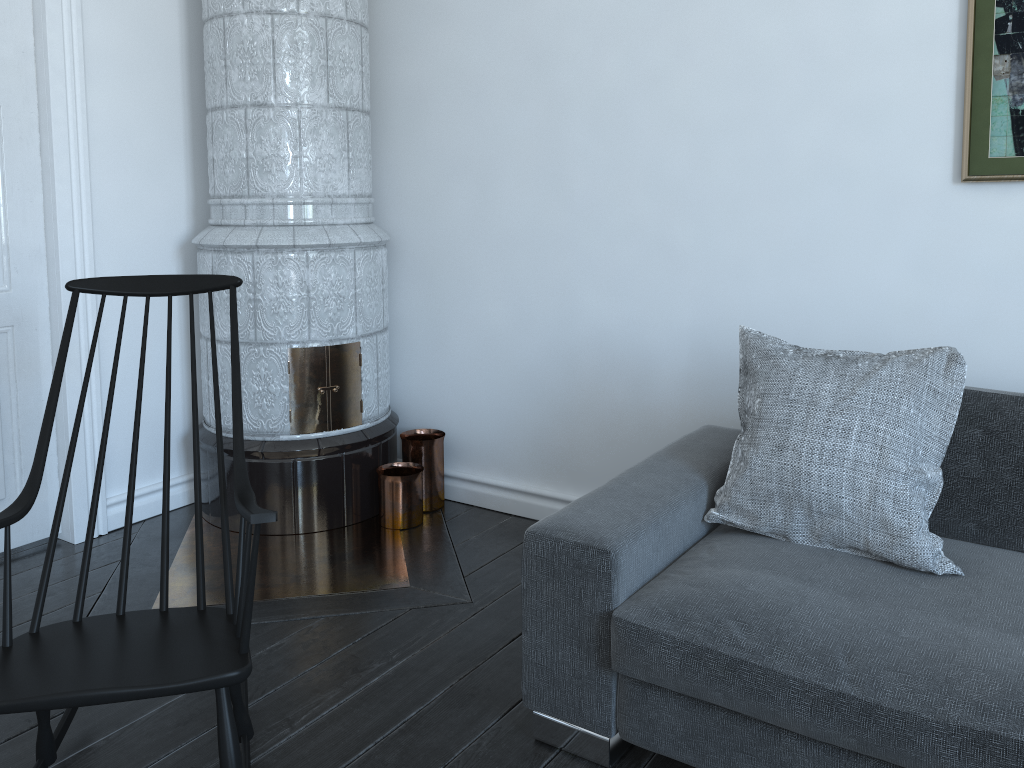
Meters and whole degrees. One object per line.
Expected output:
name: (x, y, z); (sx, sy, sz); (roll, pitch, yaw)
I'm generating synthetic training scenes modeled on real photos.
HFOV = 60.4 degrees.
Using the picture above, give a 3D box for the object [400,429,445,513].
object: (-0.341, 0.332, 3.387); (0.174, 0.277, 0.177); (4, 9, 34)

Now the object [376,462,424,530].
object: (-0.407, 0.409, 3.220); (0.174, 0.197, 0.174); (3, 9, 24)

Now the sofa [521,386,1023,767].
sofa: (1.278, 0.464, 1.645); (2.384, 0.714, 1.097); (7, 12, 33)

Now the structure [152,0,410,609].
structure: (-0.796, -0.916, 3.108); (0.778, 2.856, 1.285); (-2, 7, -11)

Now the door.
door: (-1.823, -0.587, 2.579); (0.116, 2.445, 1.180); (3, 7, 33)

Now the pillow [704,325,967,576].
pillow: (1.391, 0.219, 1.676); (2.067, 0.486, 0.483); (9, 12, 38)

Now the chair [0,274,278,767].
chair: (-0.756, 0.323, 1.729); (0.612, 0.992, 0.919); (-2, 8, -11)
